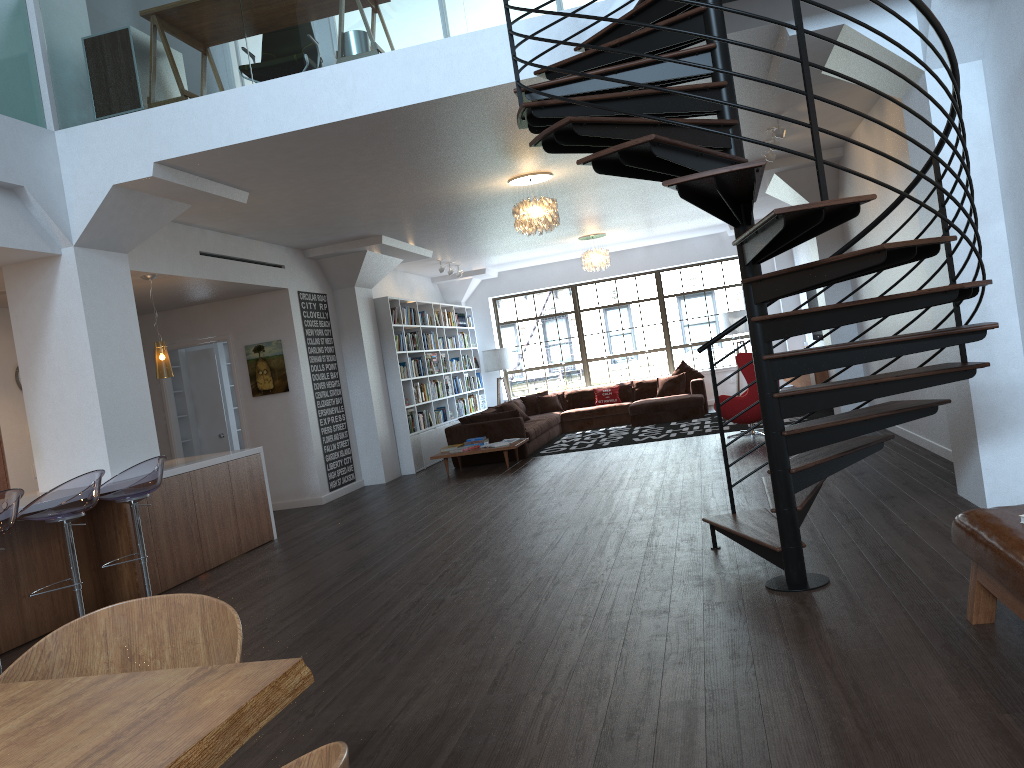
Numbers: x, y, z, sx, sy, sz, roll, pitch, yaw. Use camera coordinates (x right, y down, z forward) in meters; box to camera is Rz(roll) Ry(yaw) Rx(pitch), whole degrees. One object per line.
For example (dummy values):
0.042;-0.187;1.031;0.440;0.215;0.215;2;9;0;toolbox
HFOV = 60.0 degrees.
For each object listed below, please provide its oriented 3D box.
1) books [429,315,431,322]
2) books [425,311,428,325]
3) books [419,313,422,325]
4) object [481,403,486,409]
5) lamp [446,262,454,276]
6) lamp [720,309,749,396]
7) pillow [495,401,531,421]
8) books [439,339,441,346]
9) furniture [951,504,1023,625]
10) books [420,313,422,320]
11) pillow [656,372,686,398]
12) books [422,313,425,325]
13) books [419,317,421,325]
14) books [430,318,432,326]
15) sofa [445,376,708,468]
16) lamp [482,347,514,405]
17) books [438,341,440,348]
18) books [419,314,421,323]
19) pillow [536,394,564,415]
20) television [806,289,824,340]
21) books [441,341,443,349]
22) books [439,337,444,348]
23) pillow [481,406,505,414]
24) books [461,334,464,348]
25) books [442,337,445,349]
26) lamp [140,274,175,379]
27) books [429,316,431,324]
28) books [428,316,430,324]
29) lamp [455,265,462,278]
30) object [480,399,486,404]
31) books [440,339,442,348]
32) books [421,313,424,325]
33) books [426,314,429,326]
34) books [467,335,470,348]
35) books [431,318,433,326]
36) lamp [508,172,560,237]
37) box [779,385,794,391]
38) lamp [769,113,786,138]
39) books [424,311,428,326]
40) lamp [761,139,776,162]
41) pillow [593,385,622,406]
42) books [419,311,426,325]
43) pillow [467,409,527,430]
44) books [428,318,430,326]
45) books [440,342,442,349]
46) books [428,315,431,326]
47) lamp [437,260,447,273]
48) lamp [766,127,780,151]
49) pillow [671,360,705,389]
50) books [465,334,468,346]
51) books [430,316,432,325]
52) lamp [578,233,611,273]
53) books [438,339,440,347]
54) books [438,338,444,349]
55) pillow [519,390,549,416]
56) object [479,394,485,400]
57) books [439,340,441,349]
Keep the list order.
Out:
-1.336;-0.980;13.823;0.134;0.184;0.030;-8;1;12;books
-1.376;-0.993;13.643;0.140;0.231;0.042;-8;1;12;books
-1.433;-0.957;13.325;0.139;0.191;0.036;-8;1;12;books
-0.663;0.433;16.134;0.331;0.088;0.410;-8;1;12;object
-0.973;-1.815;14.002;0.120;0.211;0.111;-9;1;-29;lamp
3.981;-0.480;15.321;0.545;1.579;0.545;-8;1;23;lamp
0.002;0.465;13.764;0.325;0.391;0.625;-8;1;29;pillow
-1.191;-0.624;14.149;0.107;0.167;0.017;-8;1;12;books
1.989;0.677;2.517;0.907;0.453;1.819;-8;1;12;furniture
-1.432;-0.964;13.358;0.146;0.202;0.027;-8;1;12;books
2.642;0.019;14.764;0.542;0.362;0.248;-8;1;33;pillow
-1.406;-0.970;13.464;0.146;0.202;0.027;-8;1;12;books
-1.441;-0.945;13.270;0.126;0.173;0.032;-8;1;12;books
-1.329;-0.978;13.847;0.128;0.178;0.022;-8;1;12;books
1.218;0.447;13.566;3.481;0.664;4.197;-8;1;12;sofa
-0.167;0.138;16.333;0.545;1.579;0.545;-9;1;1;lamp
-1.210;-0.613;14.081;0.110;0.153;0.018;-8;1;12;books
-1.435;-0.950;13.296;0.128;0.178;0.021;-8;1;12;books
0.618;0.341;15.185;0.489;0.337;0.238;-9;1;-18;pillow
4.397;-1.037;12.860;0.013;0.816;1.324;-9;1;12;television
-1.185;-0.632;14.225;0.128;0.178;0.021;-8;1;12;books
-1.182;-0.646;14.287;0.146;0.202;0.027;-8;1;12;books
-0.191;0.503;12.345;0.269;0.411;0.559;-10;1;-32;pillow
-0.943;-0.734;15.414;0.183;0.253;0.034;-9;1;12;books
-1.168;-0.649;14.312;0.146;0.202;0.027;-8;1;12;books
-3.095;-0.498;7.737;0.149;0.900;0.149;-10;1;-33;lamp
-1.334;-0.976;13.796;0.128;0.178;0.021;-8;1;12;books
-1.349;-0.984;13.755;0.127;0.200;0.020;-8;1;12;books
-0.866;-1.843;14.509;0.120;0.211;0.111;-9;1;-14;lamp
-0.676;0.346;16.132;0.331;0.088;0.410;-8;1;12;object
-1.191;-0.628;14.199;0.126;0.173;0.032;-8;1;12;books
-1.418;-0.966;13.383;0.146;0.202;0.027;-8;1;12;books
-1.360;-0.976;13.682;0.139;0.191;0.036;-8;1;12;books
-0.861;-0.745;15.855;0.168;0.231;0.037;-9;1;12;books
-1.305;-0.970;13.881;0.110;0.153;0.019;-8;1;12;books
0.216;-1.705;8.502;0.442;0.539;0.441;-10;2;-35;lamp
4.759;0.115;15.352;0.228;0.165;0.368;-8;1;12;box
2.247;-2.169;7.472;0.120;0.211;0.111;-9;1;-14;lamp
-1.389;-0.988;13.596;0.158;0.226;0.052;-8;1;12;books
2.458;-2.224;8.473;0.120;0.211;0.111;-10;2;-44;lamp
1.626;0.203;15.110;0.465;0.308;0.220;-9;1;8;pillow
-1.394;-0.989;13.547;0.140;0.231;0.042;-8;1;12;books
-0.203;0.553;12.078;0.750;0.364;0.289;-9;1;11;pillow
-1.355;-0.981;13.722;0.136;0.196;0.045;-8;1;12;books
-1.196;-0.625;14.171;0.122;0.169;0.023;-8;1;12;books
-1.337;-0.975;13.774;0.128;0.178;0.022;-8;1;12;books
-1.077;-1.788;13.508;0.120;0.211;0.111;-10;2;-44;lamp
2.354;-2.197;7.979;0.120;0.211;0.111;-9;1;-29;lamp
2.863;-0.101;14.880;0.651;0.587;0.335;-9;1;-9;pillow
-0.884;-0.750;15.751;0.183;0.253;0.034;-9;1;12;books
-1.316;-0.977;13.865;0.109;0.171;0.018;-8;1;12;books
1.256;-1.974;13.448;0.442;0.539;0.441;-10;2;-35;lamp
-1.208;-0.620;14.100;0.120;0.167;0.020;-8;1;12;books
-1.183;-0.640;14.254;0.139;0.191;0.036;-8;1;12;books
0.450;0.345;15.319;0.580;0.418;0.334;-9;1;-15;pillow
-0.697;0.260;16.131;0.316;0.088;0.410;-8;1;12;object
-1.196;-0.620;14.124;0.106;0.162;0.032;-8;1;12;books
